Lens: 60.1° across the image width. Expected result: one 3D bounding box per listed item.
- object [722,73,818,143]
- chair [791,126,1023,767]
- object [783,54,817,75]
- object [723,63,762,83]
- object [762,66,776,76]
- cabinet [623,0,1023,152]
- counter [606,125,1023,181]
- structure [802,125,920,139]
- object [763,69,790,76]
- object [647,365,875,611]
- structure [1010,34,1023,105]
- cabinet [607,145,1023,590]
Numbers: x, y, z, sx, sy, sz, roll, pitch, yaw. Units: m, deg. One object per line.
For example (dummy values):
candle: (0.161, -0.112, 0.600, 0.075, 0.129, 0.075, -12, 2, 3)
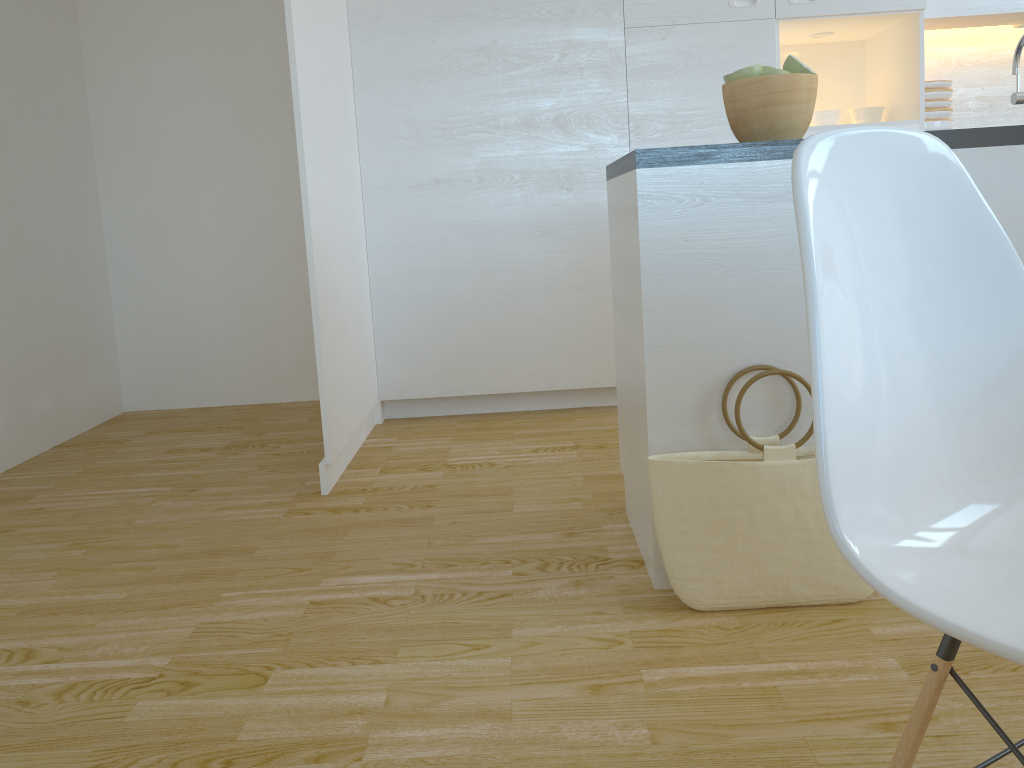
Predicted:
object: (0.576, -0.603, 1.974, 0.206, 0.141, 0.205, -11, 12, -37)
chair: (0.549, 0.192, 0.808, 0.431, 0.894, 0.525, -8, 9, -29)
object: (0.638, -0.697, 1.960, 0.074, 0.071, 0.078, 1, 10, 25)
object: (0.510, -0.674, 1.959, 0.084, 0.065, 0.086, -1, 10, 13)
object: (0.583, -0.674, 2.013, 0.102, 0.098, 0.087, 0, 9, 21)
cabinet: (2.067, -1.266, 3.786, 3.200, 2.283, 0.485, -3, 7, 1)
counter: (1.454, -0.591, 2.107, 2.400, 0.040, 0.606, -3, 11, 1)
structure: (1.394, -0.743, 3.626, 0.560, 0.591, 0.049, -3, 7, 1)
object: (0.584, -0.644, 1.934, 0.098, 0.085, 0.082, -10, 11, -34)
object: (0.713, 0.282, 1.383, 0.472, 0.497, 1.197, -7, 11, -21)
structure: (1.104, -0.663, 1.923, 0.097, 0.213, 0.163, -3, 8, 1)
cabinet: (1.483, -0.124, 2.166, 2.400, 0.903, 0.606, -3, 8, 1)
